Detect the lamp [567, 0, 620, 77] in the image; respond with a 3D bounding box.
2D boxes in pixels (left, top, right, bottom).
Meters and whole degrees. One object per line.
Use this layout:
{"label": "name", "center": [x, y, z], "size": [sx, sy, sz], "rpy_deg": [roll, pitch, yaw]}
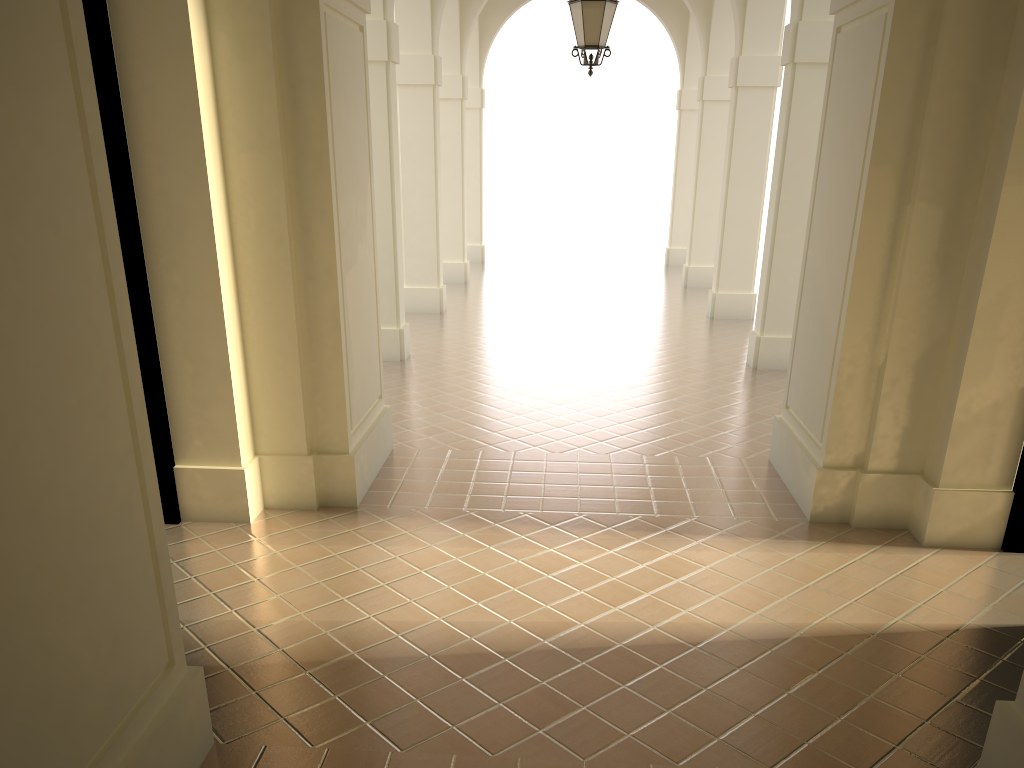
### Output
{"label": "lamp", "center": [0.801, -4.702, 8.135], "size": [0.510, 3.496, 0.418], "rpy_deg": [2, 22, 3]}
